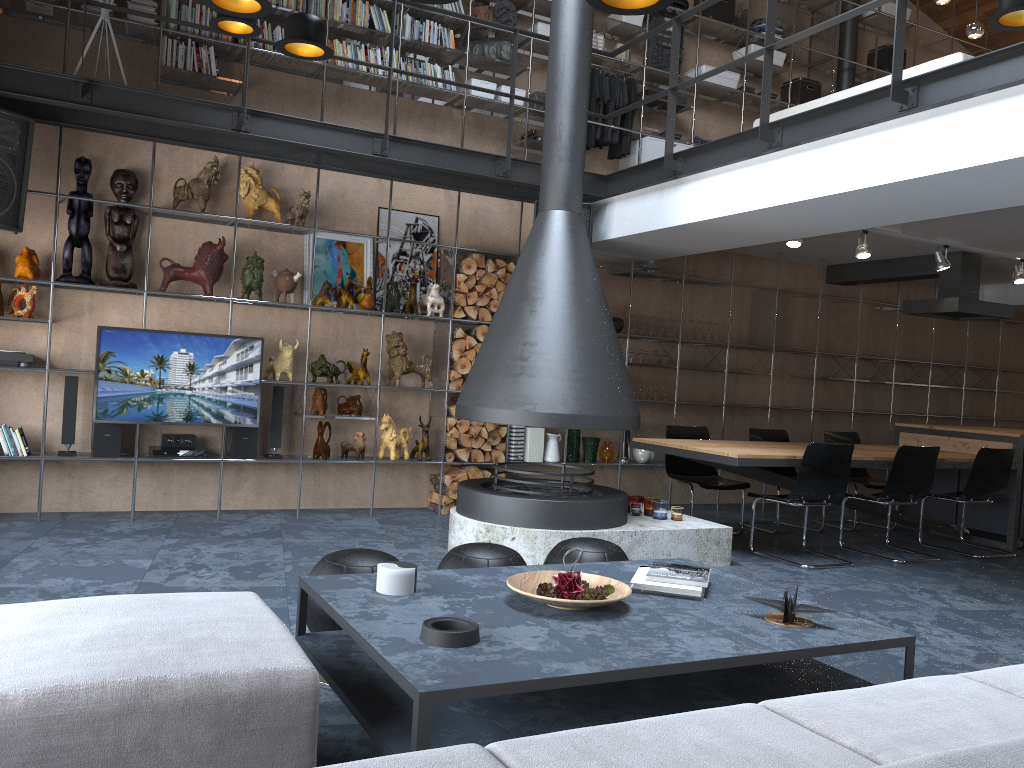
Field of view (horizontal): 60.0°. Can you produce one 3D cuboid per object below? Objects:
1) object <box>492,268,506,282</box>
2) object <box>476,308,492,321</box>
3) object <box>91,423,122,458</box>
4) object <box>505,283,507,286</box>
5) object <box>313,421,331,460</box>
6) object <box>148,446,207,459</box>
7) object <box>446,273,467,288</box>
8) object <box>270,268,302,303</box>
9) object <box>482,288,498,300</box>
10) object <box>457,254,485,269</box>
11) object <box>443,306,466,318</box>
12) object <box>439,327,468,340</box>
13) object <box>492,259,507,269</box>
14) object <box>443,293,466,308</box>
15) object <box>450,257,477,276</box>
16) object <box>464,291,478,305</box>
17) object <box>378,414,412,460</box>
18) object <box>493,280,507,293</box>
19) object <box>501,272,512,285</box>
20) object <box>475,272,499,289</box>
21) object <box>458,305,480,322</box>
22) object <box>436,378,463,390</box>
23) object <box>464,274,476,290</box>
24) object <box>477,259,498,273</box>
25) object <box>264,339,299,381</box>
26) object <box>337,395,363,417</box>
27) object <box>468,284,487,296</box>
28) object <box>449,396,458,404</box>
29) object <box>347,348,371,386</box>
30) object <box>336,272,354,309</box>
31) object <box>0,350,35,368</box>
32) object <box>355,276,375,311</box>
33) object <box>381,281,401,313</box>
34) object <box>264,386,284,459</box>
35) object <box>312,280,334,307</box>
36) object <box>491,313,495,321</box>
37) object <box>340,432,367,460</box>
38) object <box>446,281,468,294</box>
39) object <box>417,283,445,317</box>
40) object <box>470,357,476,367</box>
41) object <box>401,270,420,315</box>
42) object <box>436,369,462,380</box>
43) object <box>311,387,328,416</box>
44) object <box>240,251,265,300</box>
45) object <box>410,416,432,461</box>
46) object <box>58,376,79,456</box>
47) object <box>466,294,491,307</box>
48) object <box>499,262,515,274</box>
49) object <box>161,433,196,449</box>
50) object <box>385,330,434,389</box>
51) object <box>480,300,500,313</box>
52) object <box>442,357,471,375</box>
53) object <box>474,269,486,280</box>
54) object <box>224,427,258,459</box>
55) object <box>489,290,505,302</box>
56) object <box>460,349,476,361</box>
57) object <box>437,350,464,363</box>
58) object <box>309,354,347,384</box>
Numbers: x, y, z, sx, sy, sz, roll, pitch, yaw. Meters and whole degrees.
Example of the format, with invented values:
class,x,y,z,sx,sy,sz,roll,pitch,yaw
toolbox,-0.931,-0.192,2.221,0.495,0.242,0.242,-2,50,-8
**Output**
class,x,y,z,sx,sy,sz,roll,pitch,yaw
object,-0.174,-0.898,7.340,0.098,0.115,0.362,3,1,-26
object,-0.284,-0.566,7.304,0.135,0.114,0.299,3,1,-25
object,-2.795,0.339,6.107,0.175,0.303,0.343,3,1,-27
object,-0.074,-0.763,7.384,0.111,0.121,0.310,3,1,-26
object,-1.439,0.428,6.725,0.114,0.290,0.249,4,0,-1
object,-2.376,0.486,6.301,0.360,0.058,0.325,3,1,-27
object,-0.453,-0.834,7.189,0.097,0.120,0.308,3,1,-22
object,-1.667,-0.722,6.529,0.237,0.266,0.164,3,0,-10
object,-0.235,-0.742,7.311,0.101,0.110,0.331,3,1,-29
object,-0.337,-0.997,7.260,0.129,0.118,0.299,3,1,-29
object,-0.479,-0.579,7.194,0.107,0.105,0.330,3,1,-24
object,-0.474,-0.402,7.197,0.121,0.107,0.308,3,1,-31
object,-0.150,-0.971,7.362,0.102,0.103,0.330,3,1,-23
object,-0.480,-0.674,7.188,0.110,0.109,0.321,3,1,-28
object,-0.402,-0.937,7.190,0.140,0.150,0.312,3,1,-23
object,-0.377,-0.702,7.238,0.095,0.135,0.329,3,1,-23
object,-0.920,0.416,7.014,0.170,0.363,0.375,4,1,29
object,-0.150,-0.796,7.344,0.128,0.107,0.329,3,1,-27
object,-0.088,-0.863,7.391,0.135,0.114,0.299,3,1,-25
object,-0.245,-0.844,7.274,0.164,0.128,0.322,3,1,-26
object,-0.402,-0.578,7.260,0.154,0.131,0.362,3,1,-27
object,-0.510,-0.004,7.217,0.126,0.112,0.287,3,1,-27
object,-0.393,-0.820,7.243,0.112,0.153,0.290,3,1,-24
object,-0.218,-0.953,7.276,0.107,0.121,0.289,3,1,-28
object,-1.714,-0.179,6.553,0.154,0.310,0.325,3,1,-42
object,-1.249,0.162,6.815,0.210,0.168,0.105,4,0,13
object,-0.313,-0.760,7.288,0.107,0.098,0.330,3,1,-23
object,-0.419,0.168,7.280,0.107,0.121,0.289,3,1,-26
object,-1.195,-0.136,6.874,0.290,0.290,0.097,4,1,43
object,-1.283,-0.710,6.805,0.097,0.290,0.290,3,1,-28
object,-3.348,-0.176,5.784,0.404,0.114,0.320,3,1,-27
object,-1.124,-0.695,6.862,0.123,0.270,0.227,3,0,-27
object,-0.951,-0.676,6.973,0.126,0.249,0.253,3,0,-22
object,-1.752,0.282,6.577,0.112,0.533,0.112,3,0,-27
object,-1.442,-0.680,6.736,0.137,0.207,0.272,3,1,-23
object,-0.187,-0.547,7.354,0.087,0.095,0.303,3,1,-27
object,-1.229,0.472,6.831,0.212,0.220,0.119,4,0,7
object,-0.462,-0.767,7.196,0.107,0.110,0.331,3,1,-25
object,-0.655,-0.672,7.106,0.151,0.280,0.314,3,1,-29
object,-0.349,-0.176,7.275,0.101,0.110,0.331,3,1,-25
object,-0.798,-0.720,7.021,0.116,0.358,0.198,3,0,-19
object,-0.514,-0.072,7.185,0.095,0.088,0.303,3,1,-29
object,-1.457,0.130,6.733,0.108,0.214,0.217,4,0,-2
object,-1.878,-0.778,6.433,0.167,0.356,0.255,3,0,-8
object,-0.720,0.430,7.095,0.116,0.358,0.198,3,1,-35
object,-2.972,0.212,5.956,0.112,0.533,0.112,3,0,-27
object,-0.293,-0.681,7.300,0.147,0.118,0.288,3,1,-23
object,-0.078,-0.952,7.377,0.121,0.107,0.308,3,1,-23
object,-2.369,0.407,6.296,0.223,0.101,0.080,3,1,-27
object,-0.817,-0.193,7.059,0.405,0.451,0.210,3,1,-35
object,-0.193,-0.633,7.307,0.103,0.110,0.312,3,1,-23
object,-0.448,-0.148,7.195,0.143,0.143,0.286,3,1,-27
object,-0.316,-0.884,7.249,0.098,0.090,0.303,3,1,-26
object,-1.991,0.385,6.516,0.175,0.303,0.343,3,1,-27
object,-0.114,-0.702,7.343,0.143,0.143,0.286,3,1,-26
object,-0.420,-0.239,7.228,0.128,0.107,0.329,3,1,-27
object,-0.500,-0.215,7.190,0.111,0.121,0.310,3,1,-28
object,-1.417,-0.116,6.736,0.192,0.221,0.403,4,0,10
